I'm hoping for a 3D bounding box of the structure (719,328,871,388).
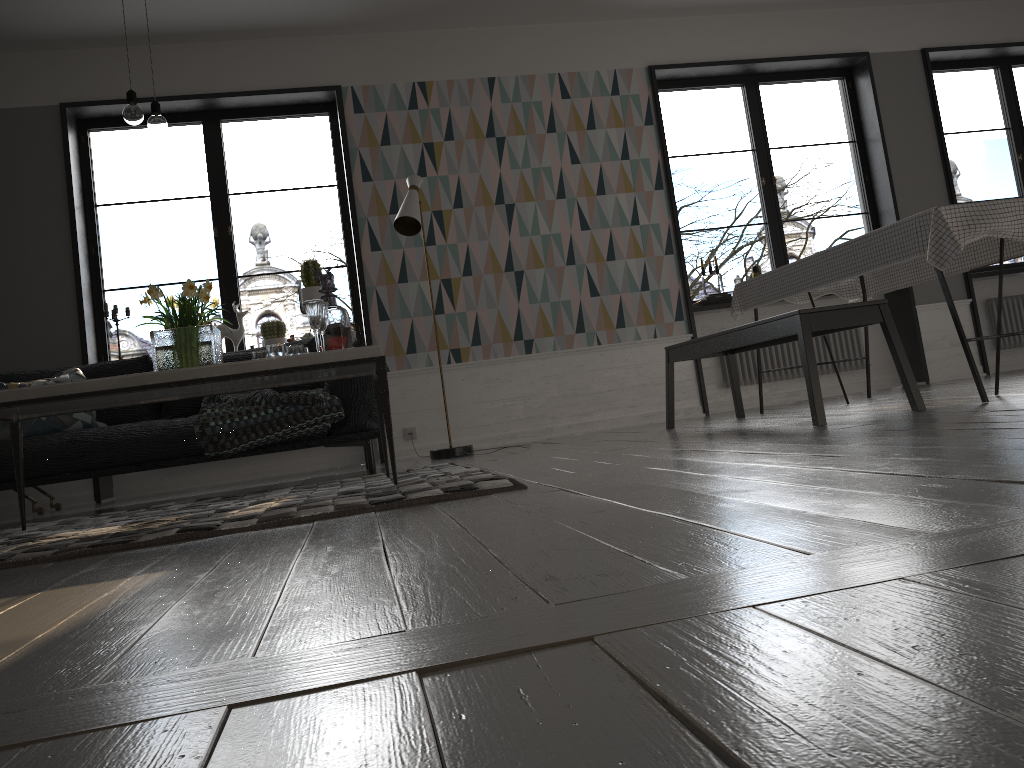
[{"bbox_3d":[2.158,-0.252,6.796,1.225,0.431,0.147,-7,-5,-13],"label":"structure"}]

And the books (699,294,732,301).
[{"bbox_3d":[1.509,-0.638,6.584,0.198,0.022,0.161,-8,-2,-10],"label":"books"}]

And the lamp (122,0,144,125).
[{"bbox_3d":[-1.091,-1.809,2.903,0.074,1.546,1.385,-3,-6,-41],"label":"lamp"}]

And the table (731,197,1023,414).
[{"bbox_3d":[1.950,-0.311,4.428,0.933,0.788,2.013,-7,-2,-11],"label":"table"}]

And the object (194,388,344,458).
[{"bbox_3d":[-1.198,0.151,4.364,0.668,0.331,0.487,-7,-3,-16],"label":"object"}]

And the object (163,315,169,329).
[{"bbox_3d":[-2.273,-0.278,5.861,0.123,0.378,0.122,-7,-5,-6],"label":"object"}]

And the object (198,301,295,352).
[{"bbox_3d":[-1.775,-0.355,5.966,0.663,0.412,0.133,-7,-5,-10],"label":"object"}]

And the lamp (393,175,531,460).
[{"bbox_3d":[-0.370,-0.421,5.529,0.681,1.713,1.237,-7,-4,-12],"label":"lamp"}]

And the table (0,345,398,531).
[{"bbox_3d":[-1.185,0.227,3.275,1.458,0.514,0.727,-7,-3,-11],"label":"table"}]

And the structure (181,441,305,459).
[{"bbox_3d":[-1.790,0.267,6.029,1.225,0.431,0.147,-7,-5,-13],"label":"structure"}]

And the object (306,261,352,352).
[{"bbox_3d":[-0.746,-0.294,3.646,0.148,0.420,0.155,-9,-5,9],"label":"object"}]

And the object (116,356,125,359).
[{"bbox_3d":[-2.589,-0.120,5.866,0.084,0.152,0.084,-7,-5,-7],"label":"object"}]

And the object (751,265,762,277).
[{"bbox_3d":[1.797,-0.753,6.645,0.194,0.258,0.114,-8,-5,-1],"label":"object"}]

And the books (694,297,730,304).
[{"bbox_3d":[1.487,-0.618,6.585,0.216,0.011,0.173,-8,-2,-5],"label":"books"}]

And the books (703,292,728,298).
[{"bbox_3d":[1.511,-0.658,6.583,0.154,0.017,0.123,-8,-2,-9],"label":"books"}]

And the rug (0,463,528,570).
[{"bbox_3d":[-1.344,0.485,3.055,2.530,0.034,1.759,-7,-2,-11],"label":"rug"}]

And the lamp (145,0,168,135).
[{"bbox_3d":[-1.054,-1.810,3.037,0.074,1.546,1.385,-3,-6,-41],"label":"lamp"}]

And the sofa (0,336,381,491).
[{"bbox_3d":[-1.843,0.221,4.536,2.344,0.803,0.964,-7,-3,-11],"label":"sofa"}]

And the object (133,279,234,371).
[{"bbox_3d":[-1.242,-0.201,3.343,0.352,0.353,0.323,-7,-4,-9],"label":"object"}]

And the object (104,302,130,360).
[{"bbox_3d":[-2.597,-0.292,5.804,0.161,0.493,0.144,-10,-6,25],"label":"object"}]

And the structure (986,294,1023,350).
[{"bbox_3d":[4.444,-0.552,7.240,1.225,0.431,0.147,-7,-5,-13],"label":"structure"}]

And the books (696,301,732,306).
[{"bbox_3d":[1.481,-0.588,6.577,0.268,0.011,0.161,-8,-2,-8],"label":"books"}]

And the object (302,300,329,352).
[{"bbox_3d":[-0.747,-0.203,3.422,0.082,0.228,0.167,-8,-4,1],"label":"object"}]

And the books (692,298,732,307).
[{"bbox_3d":[1.480,-0.602,6.586,0.272,0.019,0.182,-7,-2,-11],"label":"books"}]

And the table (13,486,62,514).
[{"bbox_3d":[-3.139,0.473,5.254,0.743,0.684,0.337,-7,-5,-11],"label":"table"}]

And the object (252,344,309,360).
[{"bbox_3d":[-0.887,-0.106,3.525,0.247,0.088,0.277,-6,-3,-33],"label":"object"}]

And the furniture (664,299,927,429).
[{"bbox_3d":[1.209,-0.048,4.233,0.466,0.458,1.659,-7,-2,-11],"label":"furniture"}]

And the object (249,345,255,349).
[{"bbox_3d":[-1.742,-0.208,5.945,0.122,0.099,0.122,-9,-3,12],"label":"object"}]

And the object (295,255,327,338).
[{"bbox_3d":[-1.343,-0.552,6.010,0.236,0.674,0.226,-3,-7,-40],"label":"object"}]

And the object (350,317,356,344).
[{"bbox_3d":[-1.139,-0.345,5.994,0.171,0.205,0.245,-7,-3,-8],"label":"object"}]

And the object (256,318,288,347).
[{"bbox_3d":[-1.623,-0.316,6.036,0.235,0.285,0.211,-5,-5,-37],"label":"object"}]

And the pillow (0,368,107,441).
[{"bbox_3d":[-2.464,0.120,4.384,0.800,0.364,0.440,-6,-4,-29],"label":"pillow"}]
